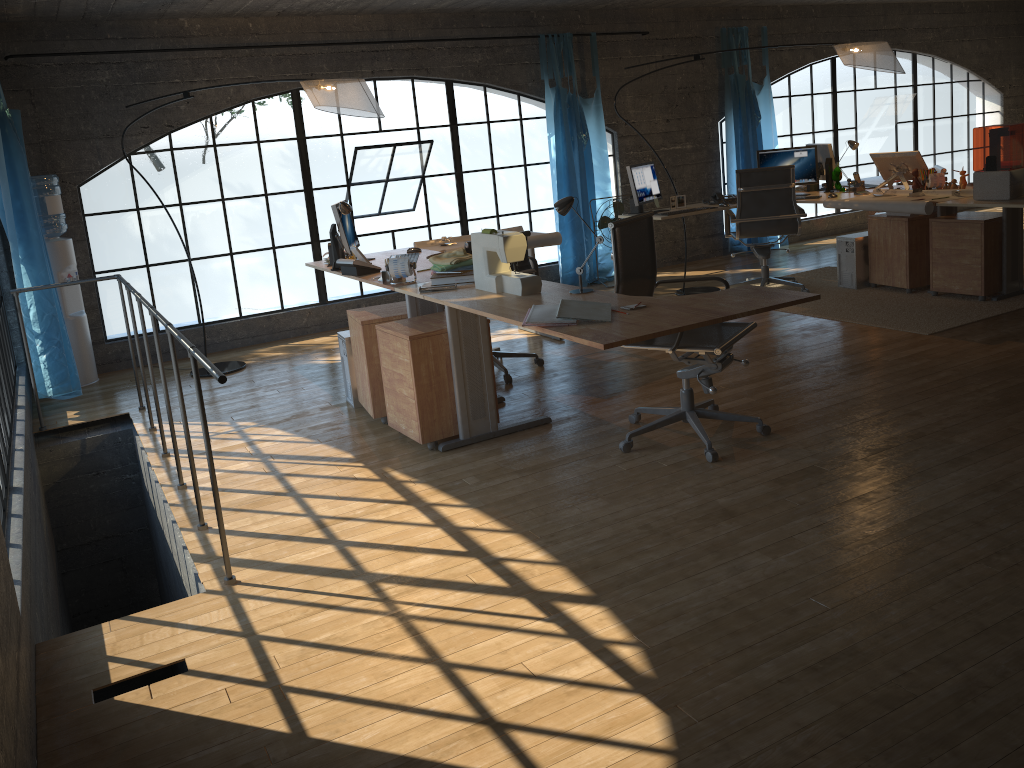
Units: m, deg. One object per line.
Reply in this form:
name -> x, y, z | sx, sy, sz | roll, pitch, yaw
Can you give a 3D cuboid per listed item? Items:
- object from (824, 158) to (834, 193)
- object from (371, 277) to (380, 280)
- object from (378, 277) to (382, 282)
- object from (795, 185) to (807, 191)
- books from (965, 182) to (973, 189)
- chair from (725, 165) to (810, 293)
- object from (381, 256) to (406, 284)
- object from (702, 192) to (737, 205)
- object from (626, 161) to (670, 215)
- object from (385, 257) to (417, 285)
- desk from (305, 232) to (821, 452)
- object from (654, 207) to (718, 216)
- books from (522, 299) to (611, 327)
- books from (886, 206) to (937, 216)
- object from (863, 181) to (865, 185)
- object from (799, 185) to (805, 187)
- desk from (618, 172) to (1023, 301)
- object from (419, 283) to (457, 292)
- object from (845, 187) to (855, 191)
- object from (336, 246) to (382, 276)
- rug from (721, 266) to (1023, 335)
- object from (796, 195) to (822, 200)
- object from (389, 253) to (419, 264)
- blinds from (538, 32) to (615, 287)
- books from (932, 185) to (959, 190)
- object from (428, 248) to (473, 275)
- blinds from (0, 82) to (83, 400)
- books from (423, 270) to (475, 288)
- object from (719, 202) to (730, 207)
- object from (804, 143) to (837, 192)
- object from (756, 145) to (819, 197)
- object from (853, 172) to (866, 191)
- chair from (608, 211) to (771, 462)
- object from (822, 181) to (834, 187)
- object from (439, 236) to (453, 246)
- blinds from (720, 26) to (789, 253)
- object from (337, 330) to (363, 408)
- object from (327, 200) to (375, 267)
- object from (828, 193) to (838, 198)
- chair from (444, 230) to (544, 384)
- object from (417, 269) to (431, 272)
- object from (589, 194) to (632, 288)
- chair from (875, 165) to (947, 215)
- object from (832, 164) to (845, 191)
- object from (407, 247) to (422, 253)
object -> 2.570, -1.696, 7.167 | 0.085, 0.273, 0.086 | -2, 11, 19
object -> -0.690, -0.577, 4.761 | 0.160, 0.011, 0.011 | -15, 16, -30
object -> -0.649, -0.569, 4.688 | 0.133, 0.025, 0.133 | -13, 17, -26
object -> 2.524, -1.680, 7.571 | 0.206, 0.035, 0.207 | -14, 17, -28
books -> 3.321, -1.403, 6.249 | 0.290, 0.053, 0.266 | -2, 16, 13
chair -> 1.963, -1.216, 7.009 | 0.652, 0.997, 0.698 | -4, 12, 6
object -> -0.619, -0.594, 4.581 | 0.135, 0.126, 0.039 | -14, 13, -32
object -> 1.698, -1.498, 7.124 | 0.279, 0.080, 0.420 | -4, 15, 4
object -> 1.041, -1.527, 6.893 | 0.286, 0.384, 0.478 | 2, 15, 32
object -> -0.564, -0.577, 4.487 | 0.154, 0.133, 0.101 | -4, 12, 7
desk -> 0.181, -0.271, 4.731 | 1.647, 0.725, 3.553 | -13, 17, -25
object -> 1.327, -1.322, 6.749 | 0.494, 0.011, 0.189 | -14, 17, -27
books -> 0.206, -0.265, 3.250 | 0.317, 0.044, 0.314 | -4, 15, 7
books -> 3.004, -1.335, 6.630 | 0.312, 0.108, 0.223 | -13, 16, -25
object -> 2.804, -1.586, 7.052 | 0.035, 0.077, 0.100 | -2, 14, 20
object -> 2.500, -1.708, 7.556 | 0.145, 0.031, 0.154 | -12, 16, -22
desk -> 3.123, -0.982, 6.263 | 3.285, 0.725, 3.513 | -13, 17, -26
object -> -0.350, -0.457, 4.177 | 0.180, 0.025, 0.076 | -5, 15, 2
object -> 2.740, -1.575, 7.131 | 0.133, 0.025, 0.133 | -13, 17, -26
object -> -0.873, -0.707, 5.014 | 0.192, 0.162, 0.170 | -17, 17, -41
rug -> 2.694, -0.680, 6.664 | 1.613, 0.005, 2.228 | -13, 17, -26
object -> 2.165, -1.455, 6.932 | 0.490, 0.011, 0.191 | 2, 17, 27
object -> -0.678, -0.776, 5.482 | 0.187, 0.011, 0.500 | -6, 15, -2
blinds -> 0.627, -2.052, 8.131 | 0.673, 2.257, 0.260 | -12, 12, -32
books -> 3.254, -1.464, 6.570 | 0.334, 0.012, 0.216 | -19, 20, -39
object -> -0.296, -0.635, 4.611 | 0.257, 0.128, 0.256 | -12, 16, -24
blinds -> -3.111, -1.005, 5.637 | 0.264, 2.244, 0.955 | -12, 13, -30
books -> -0.309, -0.524, 4.353 | 0.290, 0.053, 0.266 | -2, 16, 13
object -> 1.651, -1.395, 6.855 | 0.059, 0.033, 0.102 | -10, 15, -16
object -> 2.600, -1.821, 7.403 | 0.286, 0.383, 0.479 | -6, 13, -2
object -> 2.239, -1.721, 7.170 | 0.469, 0.384, 0.291 | -3, 12, 12
object -> 2.740, -1.603, 6.987 | 0.085, 0.156, 0.083 | -15, 14, -37
chair -> 0.776, -0.260, 3.963 | 0.685, 0.997, 0.664 | 2, 14, 31
object -> 2.772, -1.742, 7.670 | 0.135, 0.056, 0.157 | -9, 15, -11
object -> -0.442, -0.989, 6.071 | 0.054, 0.063, 0.162 | 1, 16, 29
blinds -> 2.529, -2.447, 9.110 | 0.862, 2.377, 0.264 | -9, 11, -19
object -> -0.732, -0.126, 5.124 | 0.483, 0.404, 0.202 | -11, 12, -22
object -> -1.029, -0.942, 5.507 | 0.286, 0.383, 0.479 | -6, 13, -2
object -> 2.444, -1.437, 6.728 | 0.059, 0.033, 0.102 | 5, 18, 36
chair -> -0.215, -0.478, 5.396 | 0.661, 0.844, 0.689 | -16, 16, -40
object -> -0.464, -0.637, 4.907 | 0.148, 0.007, 0.008 | -16, 17, -34
object -> 0.937, -1.363, 8.298 | 0.493, 0.788, 0.588 | -10, 13, -22
chair -> 3.282, -1.338, 7.270 | 0.684, 0.844, 0.666 | -1, 13, 19
object -> 2.631, -1.665, 7.139 | 0.115, 0.216, 0.251 | -1, 14, 22
object -> -0.646, -0.884, 5.819 | 0.101, 0.033, 0.060 | -4, 14, 7
